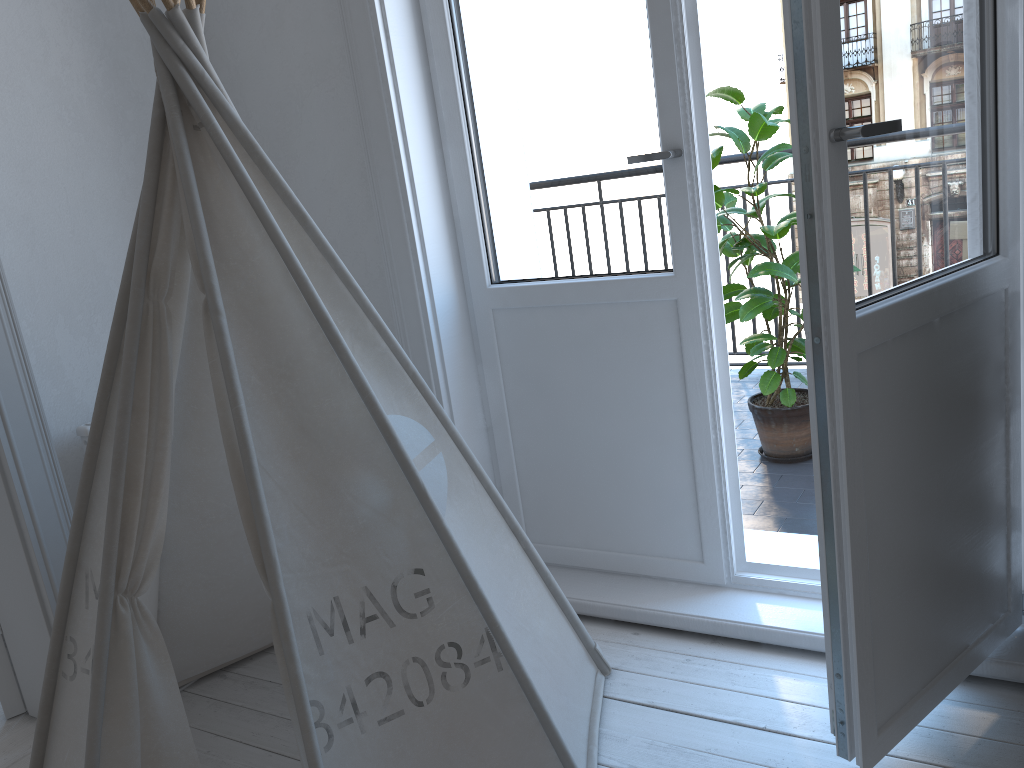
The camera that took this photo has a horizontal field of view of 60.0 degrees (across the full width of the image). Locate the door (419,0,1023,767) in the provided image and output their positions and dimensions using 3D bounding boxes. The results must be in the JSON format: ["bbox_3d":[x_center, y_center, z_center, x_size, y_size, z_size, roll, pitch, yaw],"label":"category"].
[{"bbox_3d":[0.257,-0.323,1.722,1.263,1.842,0.635,1,17,34],"label":"door"}]

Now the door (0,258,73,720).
[{"bbox_3d":[-1.360,-0.196,1.751,0.505,2.181,1.462,-4,15,17],"label":"door"}]

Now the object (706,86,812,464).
[{"bbox_3d":[0.825,-0.359,2.950,0.720,1.227,0.488,4,19,42],"label":"object"}]

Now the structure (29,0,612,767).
[{"bbox_3d":[-0.491,-0.071,1.624,1.143,1.753,1.141,-6,14,9],"label":"structure"}]

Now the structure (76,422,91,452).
[{"bbox_3d":[-0.775,0.231,2.292,0.075,0.461,0.634,-1,16,28],"label":"structure"}]
